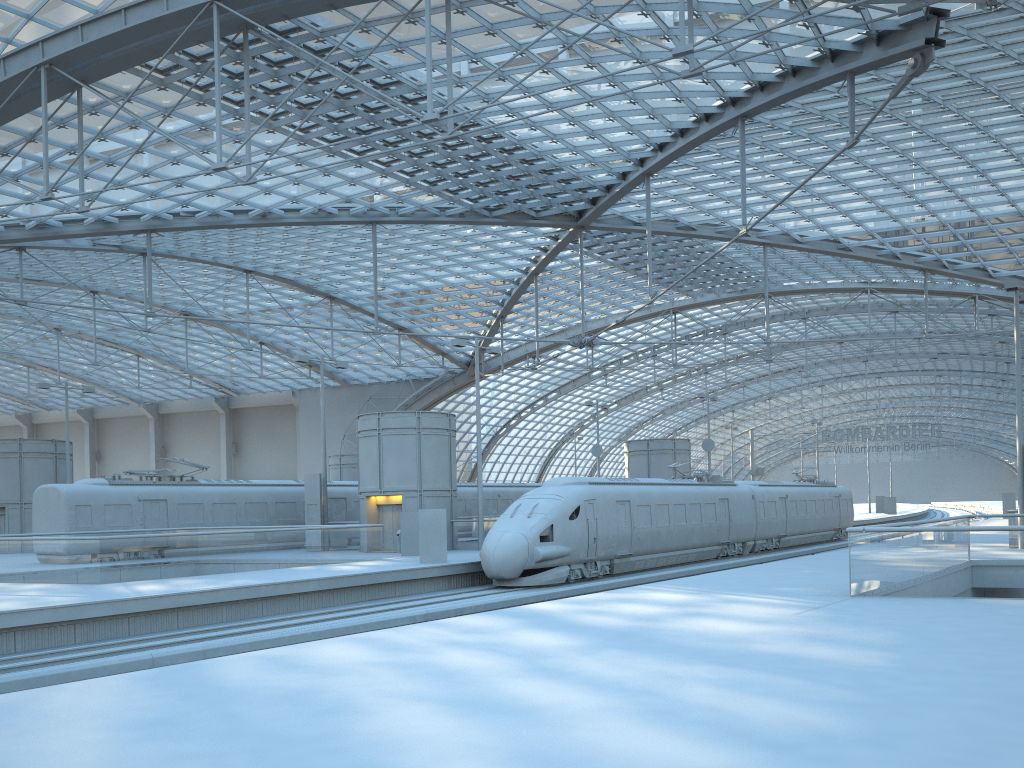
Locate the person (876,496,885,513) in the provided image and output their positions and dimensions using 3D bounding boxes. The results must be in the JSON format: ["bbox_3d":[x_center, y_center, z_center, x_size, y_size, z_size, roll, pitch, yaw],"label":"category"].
[{"bbox_3d":[37.720,12.379,90.156,0.902,1.799,0.001,-2,-1,30],"label":"person"}]

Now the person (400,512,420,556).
[{"bbox_3d":[-3.639,5.384,31.440,0.711,1.612,0.001,-2,0,14],"label":"person"}]

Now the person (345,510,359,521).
[{"bbox_3d":[-7.203,6.633,40.125,0.827,1.732,0.001,-2,0,9],"label":"person"}]

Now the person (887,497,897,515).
[{"bbox_3d":[35.545,11.412,82.212,0.829,1.732,0.001,-3,-1,35],"label":"person"}]

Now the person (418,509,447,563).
[{"bbox_3d":[-2.416,4.703,27.069,0.876,1.705,0.001,-2,0,9],"label":"person"}]

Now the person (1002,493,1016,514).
[{"bbox_3d":[33.331,8.180,58.836,0.001,1.798,0.904,-1,-2,-30],"label":"person"}]

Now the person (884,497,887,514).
[{"bbox_3d":[36.776,11.847,85.680,0.877,1.705,0.001,-3,-1,35],"label":"person"}]
